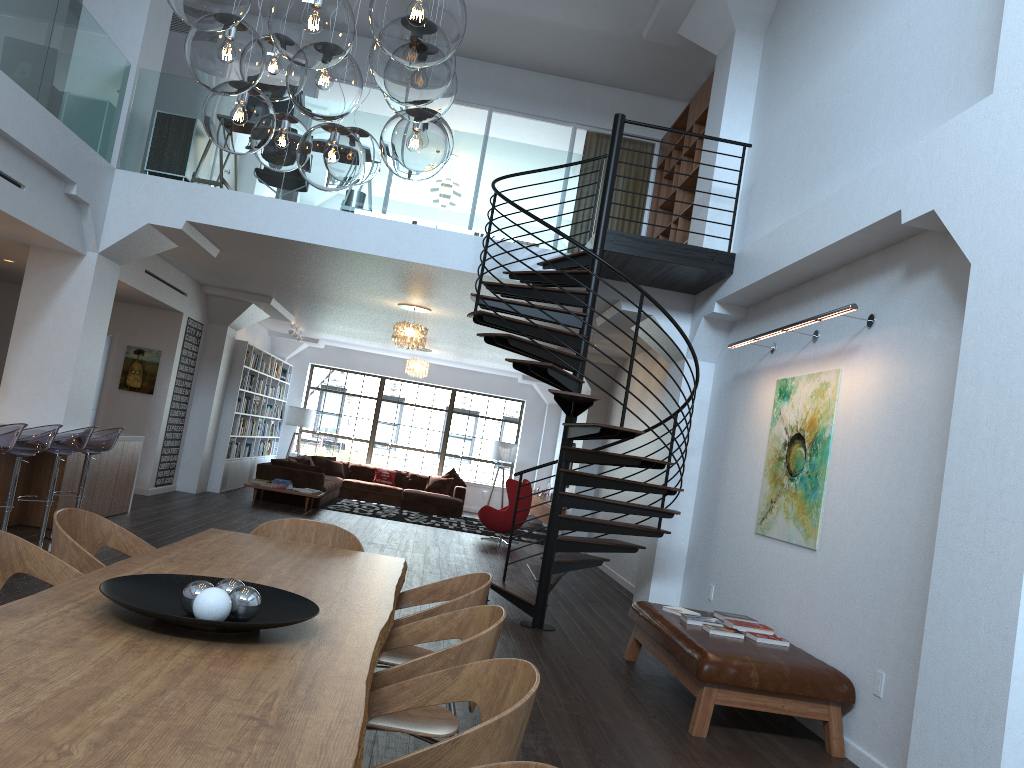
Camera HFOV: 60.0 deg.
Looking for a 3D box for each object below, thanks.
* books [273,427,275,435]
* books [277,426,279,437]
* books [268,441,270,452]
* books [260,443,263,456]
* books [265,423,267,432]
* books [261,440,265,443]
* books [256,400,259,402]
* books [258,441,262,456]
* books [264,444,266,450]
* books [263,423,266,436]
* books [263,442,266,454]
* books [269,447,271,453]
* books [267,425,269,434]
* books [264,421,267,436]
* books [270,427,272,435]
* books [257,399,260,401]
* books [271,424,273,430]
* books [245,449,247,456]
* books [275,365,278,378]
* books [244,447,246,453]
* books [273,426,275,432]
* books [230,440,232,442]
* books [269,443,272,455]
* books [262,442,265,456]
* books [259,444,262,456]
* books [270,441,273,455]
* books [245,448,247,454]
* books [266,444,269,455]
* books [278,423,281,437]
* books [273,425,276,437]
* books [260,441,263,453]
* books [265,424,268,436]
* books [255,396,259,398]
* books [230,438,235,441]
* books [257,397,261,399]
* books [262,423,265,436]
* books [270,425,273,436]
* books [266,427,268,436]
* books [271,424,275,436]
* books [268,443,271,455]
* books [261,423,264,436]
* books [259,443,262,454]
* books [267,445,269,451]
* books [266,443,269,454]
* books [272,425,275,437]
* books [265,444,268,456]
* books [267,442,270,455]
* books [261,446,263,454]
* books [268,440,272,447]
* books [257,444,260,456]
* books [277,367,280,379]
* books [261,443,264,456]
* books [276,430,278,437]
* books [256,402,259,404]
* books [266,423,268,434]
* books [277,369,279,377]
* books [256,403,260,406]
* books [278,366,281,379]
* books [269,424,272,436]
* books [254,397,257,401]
[{"bbox_3d":[-4.837,0.936,17.736,0.161,0.221,0.035,10,-5,-5],"label":"books"},{"bbox_3d":[-4.869,0.961,18.152,0.161,0.213,0.118,10,-5,-4],"label":"books"},{"bbox_3d":[-4.896,1.252,17.509,0.198,0.284,0.066,10,-5,-4],"label":"books"},{"bbox_3d":[-4.812,1.220,16.723,0.183,0.253,0.034,10,-5,-5],"label":"books"},{"bbox_3d":[-4.756,0.833,16.814,0.176,0.293,0.125,10,-5,-4],"label":"books"},{"bbox_3d":[-4.832,1.216,16.953,0.176,0.290,0.036,10,-5,-5],"label":"books"},{"bbox_3d":[-4.621,0.291,15.825,0.223,0.027,0.161,11,-5,-15],"label":"books"},{"bbox_3d":[-4.805,1.193,16.571,0.198,0.284,0.066,10,-5,-5],"label":"books"},{"bbox_3d":[-4.844,1.257,17.066,0.161,0.223,0.027,10,-5,-5],"label":"books"},{"bbox_3d":[-4.732,0.844,16.648,0.182,0.253,0.098,10,-5,-4],"label":"books"},{"bbox_3d":[-4.838,1.235,17.000,0.180,0.259,0.060,10,-5,-5],"label":"books"},{"bbox_3d":[-4.892,1.305,17.665,0.144,0.207,0.048,10,-5,-4],"label":"books"},{"bbox_3d":[-4.777,0.887,17.060,0.161,0.218,0.101,10,-5,-4],"label":"books"},{"bbox_3d":[-4.755,0.829,16.752,0.197,0.290,0.136,10,-5,-4],"label":"books"},{"bbox_3d":[-4.801,0.905,17.379,0.161,0.223,0.030,10,-5,-4],"label":"books"},{"bbox_3d":[-4.595,0.269,15.820,0.144,0.024,0.208,9,-4,1],"label":"books"},{"bbox_3d":[-4.816,0.891,17.413,0.183,0.253,0.039,10,-5,-4],"label":"books"},{"bbox_3d":[-4.696,1.187,15.479,0.106,0.162,0.032,10,-5,-4],"label":"books"},{"bbox_3d":[-4.576,-0.246,16.931,0.171,0.246,0.057,10,-5,-4],"label":"books"},{"bbox_3d":[-4.698,1.175,15.397,0.109,0.171,0.018,10,-5,-4],"label":"books"},{"bbox_3d":[-4.837,0.911,17.702,0.160,0.251,0.039,10,-5,-4],"label":"books"},{"bbox_3d":[-4.563,0.904,14.131,0.174,0.045,0.240,11,-5,-15],"label":"books"},{"bbox_3d":[-4.909,1.289,17.755,0.171,0.246,0.057,10,-5,-4],"label":"books"},{"bbox_3d":[-4.823,1.234,16.917,0.183,0.253,0.034,10,-5,-5],"label":"books"},{"bbox_3d":[-4.799,1.231,16.641,0.161,0.223,0.026,10,-5,-5],"label":"books"},{"bbox_3d":[-4.915,1.272,17.839,0.176,0.290,0.053,10,-5,-4],"label":"books"},{"bbox_3d":[-4.700,1.182,15.453,0.120,0.167,0.020,10,-5,-4],"label":"books"},{"bbox_3d":[-4.871,1.259,17.341,0.183,0.253,0.036,10,-5,-4],"label":"books"},{"bbox_3d":[-4.880,0.932,18.306,0.176,0.290,0.053,10,-5,-4],"label":"books"},{"bbox_3d":[-4.850,0.930,17.823,0.168,0.228,0.139,10,-5,-4],"label":"books"},{"bbox_3d":[-4.806,1.199,16.682,0.176,0.290,0.053,10,-5,-5],"label":"books"},{"bbox_3d":[-4.762,0.864,16.900,0.174,0.242,0.105,10,-5,-4],"label":"books"},{"bbox_3d":[-4.530,0.209,15.393,0.223,0.027,0.161,9,-5,5],"label":"books"},{"bbox_3d":[-4.547,0.868,14.112,0.223,0.027,0.161,9,-5,5],"label":"books"},{"bbox_3d":[-4.583,0.237,15.819,0.129,0.043,0.185,9,-5,10],"label":"books"},{"bbox_3d":[-4.729,0.842,16.561,0.174,0.243,0.085,10,-5,-4],"label":"books"},{"bbox_3d":[-4.818,0.898,17.482,0.171,0.246,0.036,10,-5,-4],"label":"books"},{"bbox_3d":[-4.772,0.883,17.026,0.161,0.222,0.084,10,-5,-4],"label":"books"},{"bbox_3d":[-4.828,0.903,17.601,0.183,0.253,0.042,10,-5,-4],"label":"books"},{"bbox_3d":[-4.892,1.277,17.570,0.189,0.247,0.057,10,-5,-4],"label":"books"},{"bbox_3d":[-4.721,0.829,16.460,0.182,0.255,0.077,10,-5,-4],"label":"books"},{"bbox_3d":[-4.797,1.216,16.616,0.160,0.250,0.026,10,-5,-5],"label":"books"},{"bbox_3d":[-4.877,1.266,17.419,0.160,0.250,0.027,10,-5,-4],"label":"books"},{"bbox_3d":[-4.864,1.257,17.306,0.183,0.253,0.037,10,-5,-4],"label":"books"},{"bbox_3d":[-4.831,0.923,17.666,0.161,0.223,0.032,10,-5,-4],"label":"books"},{"bbox_3d":[-4.865,1.254,17.270,0.183,0.253,0.036,10,-5,-4],"label":"books"},{"bbox_3d":[-4.877,1.266,17.451,0.183,0.253,0.037,10,-5,-4],"label":"books"},{"bbox_3d":[-4.811,1.223,16.757,0.183,0.253,0.034,10,-5,-5],"label":"books"},{"bbox_3d":[-4.875,1.258,17.623,0.140,0.298,0.044,10,-5,-4],"label":"books"},{"bbox_3d":[-4.791,1.220,16.486,0.161,0.223,0.026,10,-5,-5],"label":"books"},{"bbox_3d":[-4.596,-0.234,17.152,0.160,0.250,0.026,10,-5,-4],"label":"books"},{"bbox_3d":[-4.832,1.236,16.877,0.174,0.240,0.045,10,-5,-5],"label":"books"},{"bbox_3d":[-4.857,0.944,18.053,0.172,0.235,0.112,10,-5,-4],"label":"books"},{"bbox_3d":[-4.610,0.321,15.800,0.161,0.033,0.223,10,-5,-4],"label":"books"},{"bbox_3d":[-4.769,0.863,16.953,0.170,0.251,0.118,10,-5,-4],"label":"books"},{"bbox_3d":[-4.583,-0.241,17.046,0.183,0.253,0.034,10,-5,-4],"label":"books"},{"bbox_3d":[-4.609,0.357,15.791,0.183,0.042,0.253,10,-5,-4],"label":"books"},{"bbox_3d":[-4.595,-0.233,17.182,0.183,0.253,0.034,10,-5,-4],"label":"books"},{"bbox_3d":[-4.796,0.885,17.309,0.174,0.251,0.051,10,-5,-4],"label":"books"},{"bbox_3d":[-4.546,0.245,15.411,0.174,0.045,0.240,10,-5,-5],"label":"books"}]
